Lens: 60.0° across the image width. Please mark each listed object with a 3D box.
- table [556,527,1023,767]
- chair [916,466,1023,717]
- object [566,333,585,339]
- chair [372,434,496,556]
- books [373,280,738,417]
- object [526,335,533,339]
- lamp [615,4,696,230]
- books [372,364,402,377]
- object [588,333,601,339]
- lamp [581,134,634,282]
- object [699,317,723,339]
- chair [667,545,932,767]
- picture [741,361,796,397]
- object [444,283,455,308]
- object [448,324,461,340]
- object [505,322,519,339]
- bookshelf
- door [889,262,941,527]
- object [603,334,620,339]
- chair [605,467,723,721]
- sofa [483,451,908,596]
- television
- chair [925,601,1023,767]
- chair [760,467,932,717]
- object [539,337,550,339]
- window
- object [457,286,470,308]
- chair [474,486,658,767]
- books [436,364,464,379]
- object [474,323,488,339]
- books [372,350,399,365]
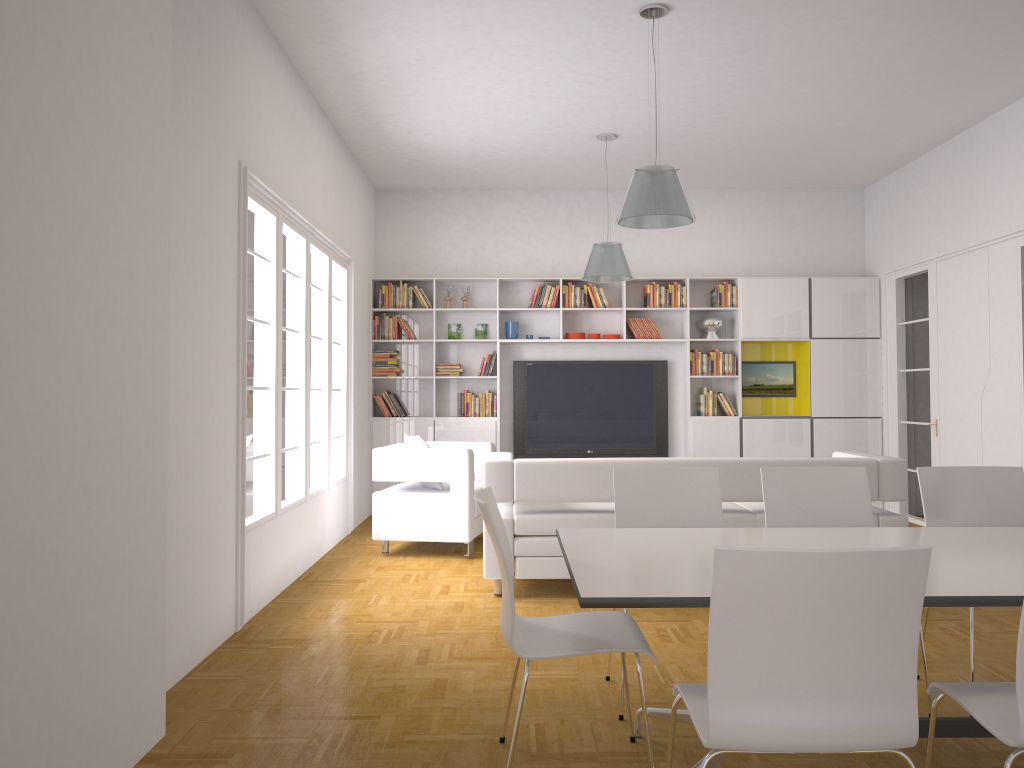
[{"bbox_3d":[1.383,0.928,2.937,2.411,0.723,1.210,0,-1,0],"label":"table"},{"bbox_3d":[2.052,0.835,3.721,0.561,0.932,0.575,0,-2,0],"label":"chair"},{"bbox_3d":[0.677,-0.506,9.467,0.210,0.073,0.211,0,-1,-25],"label":"object"},{"bbox_3d":[-0.609,0.865,7.357,0.801,0.912,1.096,0,-1,10],"label":"chair"},{"bbox_3d":[0.455,-0.376,9.455,3.862,1.456,0.235,0,-2,0],"label":"books"},{"bbox_3d":[0.188,-0.495,9.454,0.078,0.056,0.078,-1,-1,25],"label":"object"},{"bbox_3d":[0.831,-1.563,5.163,0.464,1.250,0.464,0,-2,-1],"label":"lamp"},{"bbox_3d":[-1.332,-0.133,9.458,0.284,0.153,0.207,0,-1,0],"label":"books"},{"bbox_3d":[0.881,-0.499,9.468,0.128,0.073,0.129,0,-1,-4],"label":"object"},{"bbox_3d":[0.825,-1.535,7.705,0.464,1.250,0.464,0,-2,-1],"label":"lamp"},{"bbox_3d":[2.123,-0.587,9.469,0.256,0.239,0.256,0,-1,8],"label":"object"},{"bbox_3d":[0.680,0.821,2.161,0.561,0.932,0.575,0,-2,0],"label":"chair"},{"bbox_3d":[2.766,-0.052,9.588,0.609,0.388,0.007,0,-2,0],"label":"picture"},{"bbox_3d":[-0.661,-0.932,9.502,0.120,0.279,0.179,0,-1,5],"label":"object"},{"bbox_3d":[-0.622,-0.560,9.574,0.144,0.190,0.051,0,-2,0],"label":"object"},{"bbox_3d":[-0.001,-0.563,9.456,0.147,0.192,0.147,0,-1,-11],"label":"object"},{"bbox_3d":[1.199,0.122,9.476,5.365,2.481,0.389,0,-2,0],"label":"bookshelf"},{"bbox_3d":[3.899,0.117,8.564,0.139,2.456,1.008,0,-2,0],"label":"door"},{"bbox_3d":[1.062,-0.497,9.449,0.182,0.054,0.183,0,-1,-4],"label":"object"},{"bbox_3d":[0.690,0.839,3.718,0.561,0.932,0.575,0,-2,0],"label":"chair"},{"bbox_3d":[1.133,0.888,5.855,2.622,0.849,0.822,0,-1,0],"label":"sofa"},{"bbox_3d":[0.843,0.292,9.535,1.660,1.088,0.082,0,-2,0],"label":"television"},{"bbox_3d":[1.382,0.819,2.163,0.561,0.932,0.575,0,-2,0],"label":"chair"},{"bbox_3d":[1.351,0.837,3.719,0.561,0.932,0.575,0,-2,0],"label":"chair"},{"bbox_3d":[0.345,-0.483,9.454,0.124,0.032,0.123,0,-1,-15],"label":"object"},{"bbox_3d":[-1.535,0.072,6.423,0.195,2.529,3.348,0,-1,0],"label":"window"},{"bbox_3d":[-0.542,-0.922,9.519,0.179,0.260,0.119,-1,-2,20],"label":"object"},{"bbox_3d":[0.161,0.832,2.955,0.575,0.932,0.560,0,-2,0],"label":"chair"},{"bbox_3d":[-0.662,-0.135,9.459,0.284,0.153,0.207,0,-1,0],"label":"books"},{"bbox_3d":[-0.333,-0.560,9.575,0.144,0.190,0.051,0,-2,0],"label":"object"},{"bbox_3d":[-1.348,-0.282,9.462,0.252,0.153,0.207,0,-1,0],"label":"books"}]
